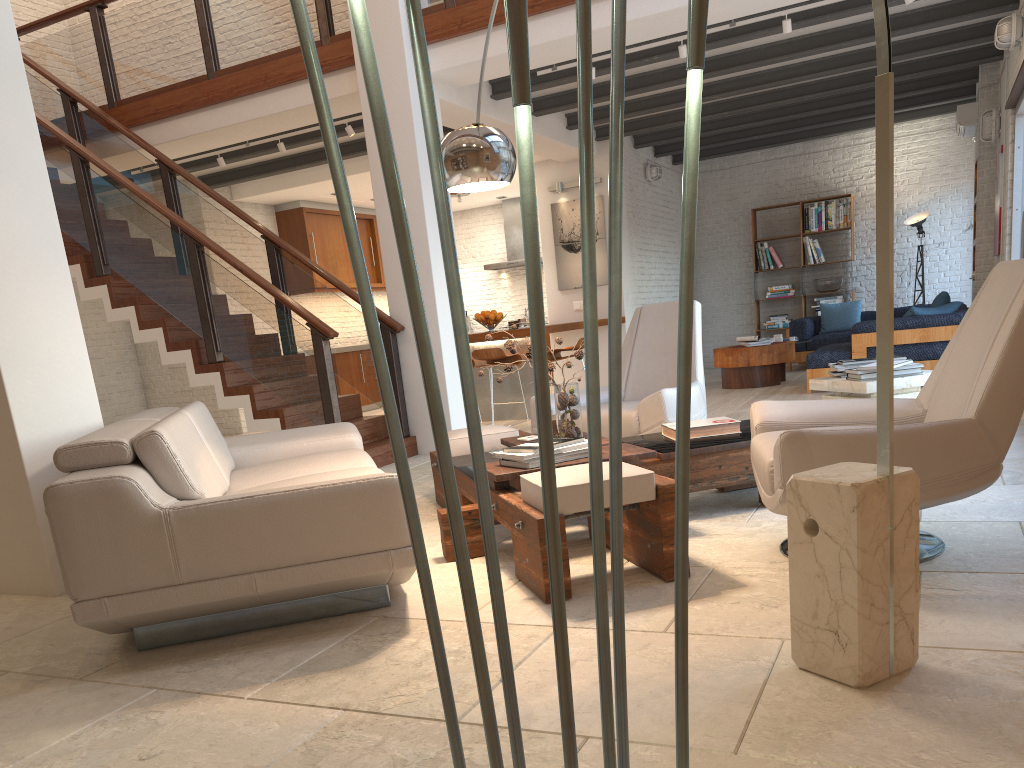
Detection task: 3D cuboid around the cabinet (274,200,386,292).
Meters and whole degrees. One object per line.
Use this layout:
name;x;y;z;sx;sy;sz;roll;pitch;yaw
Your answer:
cabinet;-2.148;-1.950;12.916;0.462;1.198;3.240;0;7;26

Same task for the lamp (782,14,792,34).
lamp;1.938;-2.536;6.144;0.061;0.125;0.083;0;12;28

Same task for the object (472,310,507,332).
object;-0.227;-0.661;9.138;0.364;0.229;0.354;-7;7;-8

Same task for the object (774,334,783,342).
object;3.147;-0.529;10.314;0.107;0.111;0.105;2;12;41

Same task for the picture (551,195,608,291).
picture;0.815;-1.679;10.453;0.656;1.049;0.019;-1;14;25

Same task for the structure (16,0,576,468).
structure;-1.137;-1.530;7.503;10.177;4.270;13.432;-4;5;26

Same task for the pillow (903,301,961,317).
pillow;3.940;-0.590;8.306;0.561;0.339;0.368;-8;8;-13

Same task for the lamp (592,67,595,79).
lamp;0.617;-2.427;6.781;0.059;0.133;0.083;-7;11;-4

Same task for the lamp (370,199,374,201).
lamp;-1.843;-2.525;11.837;0.124;0.057;0.120;-4;6;26

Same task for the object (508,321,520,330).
object;0.026;-0.610;9.030;0.093;0.085;0.112;-9;8;-19

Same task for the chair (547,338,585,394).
chair;0.633;-0.074;8.935;0.423;0.800;0.390;-1;13;25

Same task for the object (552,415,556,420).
object;0.206;0.209;4.539;0.090;0.087;0.089;-8;9;-14

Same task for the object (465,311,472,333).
object;-0.817;-1.016;14.298;0.322;0.387;0.064;-2;14;25

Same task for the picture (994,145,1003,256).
picture;4.654;-1.728;8.343;0.019;0.991;0.718;1;12;26

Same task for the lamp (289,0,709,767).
lamp;0.018;-0.001;0.828;0.418;1.880;0.192;-7;13;-3

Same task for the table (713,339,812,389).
table;2.933;-0.261;10.421;1.077;0.460;1.777;-3;6;32

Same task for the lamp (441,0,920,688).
lamp;0.308;-0.435;2.759;0.315;2.424;1.995;-13;12;-28

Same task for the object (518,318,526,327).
object;0.105;-0.624;8.907;0.091;0.087;0.088;1;11;41

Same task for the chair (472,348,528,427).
chair;-0.141;0.025;8.733;0.405;0.800;0.407;0;13;26

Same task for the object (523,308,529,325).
object;0.336;-1.061;13.406;0.256;0.284;0.260;-14;12;-42

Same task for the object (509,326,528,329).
object;0.127;-0.591;8.943;0.396;0.036;0.192;-4;5;30

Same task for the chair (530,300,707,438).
chair;0.770;0.032;5.377;1.022;1.049;0.946;2;12;42

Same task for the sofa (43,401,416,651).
sofa;-1.148;0.466;3.895;1.137;0.778;2.278;-8;5;-14

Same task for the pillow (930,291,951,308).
pillow;4.598;-0.789;9.412;0.255;0.429;1.174;-1;7;26

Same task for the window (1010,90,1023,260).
window;3.609;-3.054;5.432;0.647;6.602;11.954;1;8;26

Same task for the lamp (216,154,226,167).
lamp;-2.816;-2.158;8.444;0.061;0.133;0.083;0;12;28

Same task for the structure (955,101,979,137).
structure;4.900;-2.835;9.398;0.200;0.226;0.790;-2;6;26

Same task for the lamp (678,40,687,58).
lamp;1.268;-2.478;6.469;0.061;0.133;0.083;0;12;28

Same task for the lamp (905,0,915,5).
lamp;2.639;-2.585;5.799;0.086;0.133;0.057;-9;12;-13

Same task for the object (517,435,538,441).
object;0.160;0.255;4.484;0.271;0.036;0.242;-6;4;-2

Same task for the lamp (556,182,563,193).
lamp;0.561;-2.328;10.321;0.078;0.108;0.079;-13;12;-35

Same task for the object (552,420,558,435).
object;0.249;0.226;4.406;0.094;0.084;0.111;-7;7;-2

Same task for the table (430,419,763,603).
table;0.572;0.424;4.201;1.959;0.443;2.156;-7;4;-13

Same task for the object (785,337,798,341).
object;3.347;-0.531;10.424;0.155;0.059;0.262;-5;5;19

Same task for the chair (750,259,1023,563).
chair;1.397;0.110;3.178;0.986;1.031;0.992;-5;9;10

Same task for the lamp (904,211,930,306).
lamp;5.491;-1.325;11.424;0.506;1.905;0.837;-6;12;-2

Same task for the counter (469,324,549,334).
counter;-0.625;-0.693;12.583;3.530;0.072;3.232;-4;4;26

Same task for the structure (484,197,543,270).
structure;0.056;-2.314;13.354;0.987;1.025;0.441;-2;13;25

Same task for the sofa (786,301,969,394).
sofa;4.080;-0.470;9.969;2.084;0.681;3.830;-4;5;26

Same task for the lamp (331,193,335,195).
lamp;-2.219;-2.432;11.064;0.124;0.057;0.120;-4;6;26

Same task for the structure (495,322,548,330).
structure;0.172;-0.903;13.636;0.813;0.033;0.572;-4;4;26

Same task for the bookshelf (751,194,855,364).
bookshelf;4.148;-1.426;12.392;1.319;2.274;0.351;-1;14;25

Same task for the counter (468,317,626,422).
counter;0.123;-0.158;9.867;1.689;0.948;2.420;-3;6;26

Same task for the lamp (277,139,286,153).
lamp;-2.146;-2.211;8.120;0.061;0.133;0.083;0;12;28

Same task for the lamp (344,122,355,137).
lamp;-1.446;-2.265;7.773;0.086;0.133;0.057;-9;12;-13

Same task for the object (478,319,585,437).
object;0.116;-0.009;4.117;0.541;0.627;0.306;-7;12;-3

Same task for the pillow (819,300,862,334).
pillow;4.349;-0.887;11.530;0.556;0.422;0.215;-3;12;25

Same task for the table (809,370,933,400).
table;1.949;0.206;4.649;0.492;0.520;0.482;-8;9;-14

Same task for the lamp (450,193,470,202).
lamp;-0.716;-2.545;11.789;0.451;0.176;0.436;-4;6;26

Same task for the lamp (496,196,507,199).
lamp;-0.157;-2.784;12.930;0.124;0.057;0.120;-4;6;26

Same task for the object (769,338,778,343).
object;2.998;-0.504;10.061;0.147;0.057;0.169;-5;5;15

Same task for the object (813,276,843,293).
object;4.459;-1.390;12.295;0.396;0.208;0.396;-9;6;-22

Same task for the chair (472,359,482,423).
chair;-0.625;0.063;8.967;0.405;0.800;0.407;0;13;26

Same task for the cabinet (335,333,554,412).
cabinet;-0.775;-1.242;12.891;4.763;2.928;2.202;-7;10;-9
